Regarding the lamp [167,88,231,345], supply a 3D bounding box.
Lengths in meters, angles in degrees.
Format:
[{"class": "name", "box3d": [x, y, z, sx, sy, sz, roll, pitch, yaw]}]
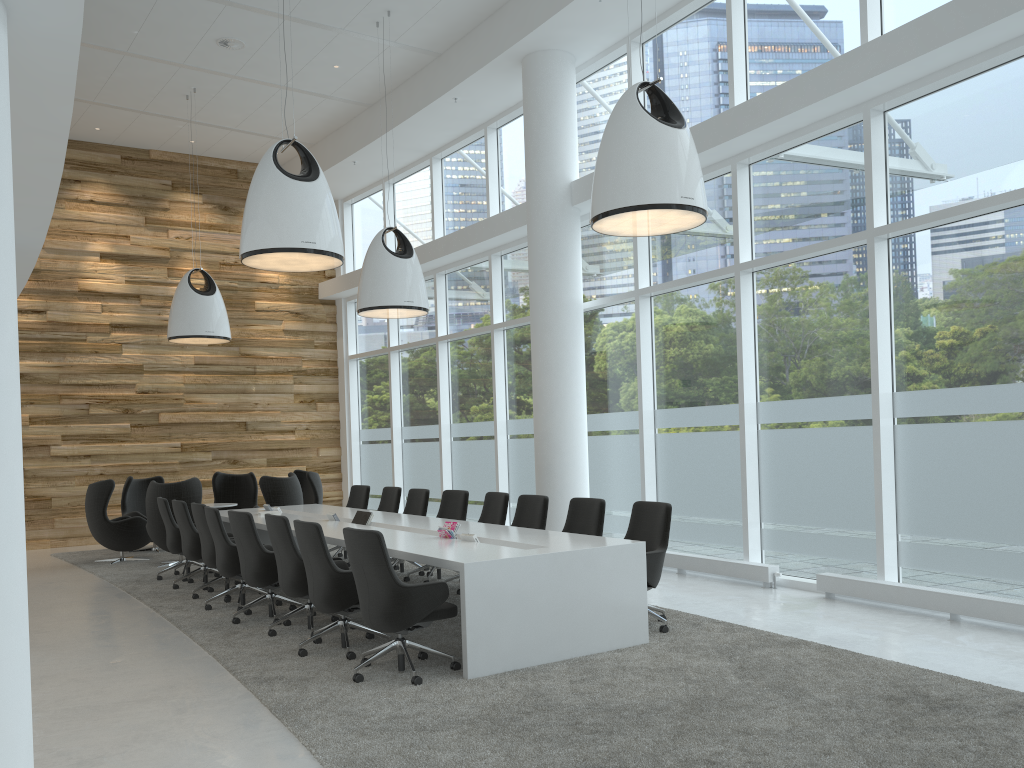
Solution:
[{"class": "lamp", "box3d": [-4.591, -2.441, 12.853, 0.884, 3.647, 0.884, -2, 0, 5]}]

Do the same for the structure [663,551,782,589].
[{"class": "structure", "box3d": [1.857, 1.941, 9.557, 0.150, 0.213, 2.694, -1, -3, -31]}]

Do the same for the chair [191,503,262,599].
[{"class": "chair", "box3d": [-2.935, 1.684, 9.063, 0.673, 0.966, 0.686, -1, -1, -33]}]

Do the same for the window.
[{"class": "window", "box3d": [-18.255, -0.774, 3.145, 62.906, 6.139, 30.859, -2, -4, 7]}]

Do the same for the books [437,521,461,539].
[{"class": "books", "box3d": [-0.505, 1.277, 7.233, 0.230, 0.275, 0.598, -2, -3, -13]}]

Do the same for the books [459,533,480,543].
[{"class": "books", "box3d": [-0.288, 1.251, 6.784, 0.143, 0.226, 0.204, -1, -2, -34]}]

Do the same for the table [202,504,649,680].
[{"class": "table", "box3d": [-1.446, 1.728, 8.685, 1.499, 0.739, 6.568, 0, -4, -33]}]

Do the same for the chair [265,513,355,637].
[{"class": "chair", "box3d": [-1.654, 1.520, 7.174, 0.673, 0.966, 0.686, -1, -1, -33]}]

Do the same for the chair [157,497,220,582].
[{"class": "chair", "box3d": [-3.833, 1.801, 10.427, 0.673, 0.966, 0.686, -1, -1, -28]}]

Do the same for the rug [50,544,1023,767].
[{"class": "rug", "box3d": [-1.747, 2.121, 8.887, 3.937, 0.010, 13.473, 0, -4, -33]}]

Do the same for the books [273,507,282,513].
[{"class": "books", "box3d": [-2.758, 1.574, 10.587, 0.139, 0.223, 0.162, -1, -1, -33]}]

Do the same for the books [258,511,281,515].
[{"class": "books", "box3d": [-2.805, 1.489, 10.234, 0.224, 0.026, 0.264, 0, -4, -23]}]

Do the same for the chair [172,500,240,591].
[{"class": "chair", "box3d": [-3.391, 1.743, 9.744, 0.673, 0.966, 0.686, -1, -1, -33]}]

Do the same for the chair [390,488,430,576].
[{"class": "chair", "box3d": [-1.266, 1.699, 10.174, 0.673, 0.966, 0.686, -1, -1, -33]}]

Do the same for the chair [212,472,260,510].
[{"class": "chair", "box3d": [-4.468, 1.965, 14.081, 0.913, 1.152, 0.918, -2, -1, -13]}]

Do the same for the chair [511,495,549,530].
[{"class": "chair", "box3d": [0.015, 1.536, 8.284, 0.673, 0.966, 0.686, -1, -1, -33]}]

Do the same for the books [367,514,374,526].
[{"class": "books", "box3d": [-1.523, 1.411, 8.890, 0.158, 0.241, 0.353, -1, -2, -33]}]

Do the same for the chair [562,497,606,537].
[{"class": "chair", "box3d": [0.471, 1.477, 7.603, 0.673, 0.966, 0.686, -1, -1, -33]}]

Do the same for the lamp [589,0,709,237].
[{"class": "lamp", "box3d": [0.964, -3.024, 6.649, 0.884, 3.647, 0.883, -2, 0, 13]}]

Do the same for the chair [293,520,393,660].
[{"class": "chair", "box3d": [-1.247, 1.461, 6.467, 0.673, 0.966, 0.686, -1, -1, -33]}]

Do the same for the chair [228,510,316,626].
[{"class": "chair", "box3d": [-2.126, 1.572, 7.745, 0.673, 0.966, 0.686, -1, -1, -38]}]

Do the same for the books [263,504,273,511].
[{"class": "books", "box3d": [-2.948, 1.590, 10.867, 0.153, 0.241, 0.183, -1, -1, -33]}]

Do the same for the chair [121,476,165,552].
[{"class": "chair", "box3d": [-5.443, 1.956, 13.442, 0.918, 1.152, 0.914, -2, -1, 17]}]

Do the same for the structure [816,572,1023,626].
[{"class": "structure", "box3d": [3.436, 1.711, 6.801, 0.150, 0.213, 2.694, -1, -3, -29]}]

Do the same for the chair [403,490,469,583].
[{"class": "chair", "box3d": [-0.794, 1.647, 9.603, 0.673, 0.966, 0.686, -1, -1, -38]}]

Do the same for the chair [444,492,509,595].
[{"class": "chair", "box3d": [-0.349, 1.591, 8.956, 0.673, 0.966, 0.686, -1, -1, -28]}]

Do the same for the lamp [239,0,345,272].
[{"class": "lamp", "box3d": [-1.947, -2.865, 7.624, 0.884, 3.647, 0.883, -2, 0, 12]}]

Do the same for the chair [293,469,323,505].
[{"class": "chair", "box3d": [-3.373, 1.898, 13.616, 0.916, 1.152, 0.915, -1, -2, -43]}]

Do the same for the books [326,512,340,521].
[{"class": "books", "box3d": [-1.801, 1.438, 9.111, 0.153, 0.238, 0.191, -1, -1, -33]}]

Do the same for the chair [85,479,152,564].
[{"class": "chair", "box3d": [-5.386, 1.879, 12.271, 0.916, 1.152, 0.915, -1, -2, -43]}]

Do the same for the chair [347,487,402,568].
[{"class": "chair", "box3d": [-1.673, 1.758, 10.880, 0.673, 0.966, 0.686, -1, -1, -33]}]

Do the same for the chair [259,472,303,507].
[{"class": "chair", "box3d": [-3.364, 1.819, 12.377, 0.918, 1.152, 0.914, -2, -1, 17]}]

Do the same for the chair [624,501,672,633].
[{"class": "chair", "box3d": [0.913, 1.418, 6.920, 0.673, 0.966, 0.686, -1, -1, -28]}]

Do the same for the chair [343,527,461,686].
[{"class": "chair", "box3d": [-0.741, 1.398, 5.752, 0.673, 0.966, 0.686, -1, -1, -38]}]

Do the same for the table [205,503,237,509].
[{"class": "table", "box3d": [-4.400, 2.110, 12.899, 0.799, 0.696, 0.800, -2, -2, -8]}]

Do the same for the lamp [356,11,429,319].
[{"class": "lamp", "box3d": [-1.509, -2.676, 10.798, 0.884, 3.647, 0.883, -2, 0, 10]}]

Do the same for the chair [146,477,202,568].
[{"class": "chair", "box3d": [-4.369, 1.812, 11.753, 0.913, 1.152, 0.918, -2, -1, -13]}]

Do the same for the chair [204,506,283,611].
[{"class": "chair", "box3d": [-2.571, 1.629, 8.392, 0.673, 0.966, 0.686, -1, -1, -28]}]

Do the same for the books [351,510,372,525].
[{"class": "books", "box3d": [-1.526, 1.392, 8.865, 0.139, 0.229, 0.357, -1, -2, -33]}]

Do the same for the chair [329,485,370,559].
[{"class": "chair", "box3d": [-2.179, 1.821, 11.596, 0.673, 0.966, 0.686, -1, -1, -38]}]
